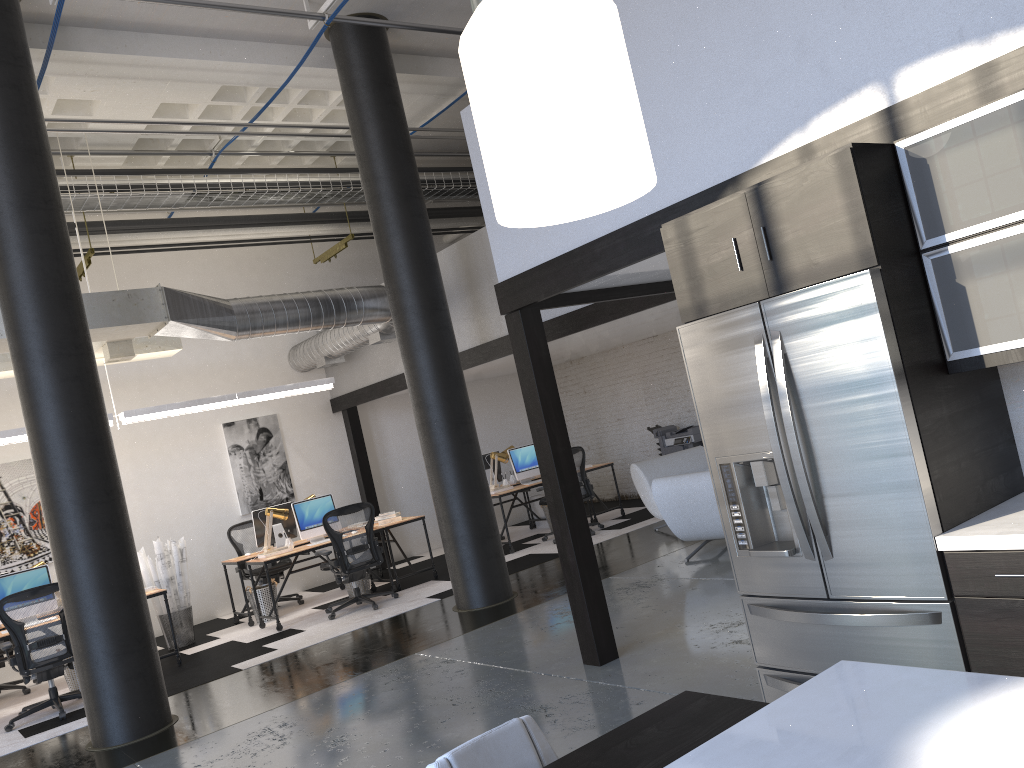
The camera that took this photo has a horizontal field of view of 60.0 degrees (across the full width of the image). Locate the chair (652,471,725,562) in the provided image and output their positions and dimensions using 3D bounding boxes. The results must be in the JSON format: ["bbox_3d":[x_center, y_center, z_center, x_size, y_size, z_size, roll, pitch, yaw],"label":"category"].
[{"bbox_3d":[1.977,1.070,7.784,1.009,0.784,1.024,-15,-3,44],"label":"chair"}]

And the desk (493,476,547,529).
[{"bbox_3d":[-0.178,1.761,11.933,1.399,0.724,0.530,-11,-2,-37],"label":"desk"}]

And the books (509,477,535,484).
[{"bbox_3d":[0.125,1.308,12.117,0.308,0.038,0.226,-11,-3,-37],"label":"books"}]

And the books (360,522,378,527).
[{"bbox_3d":[-1.689,1.662,10.526,0.205,0.019,0.243,-14,-3,30],"label":"books"}]

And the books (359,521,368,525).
[{"bbox_3d":[-1.857,1.710,10.827,0.235,0.024,0.200,-14,-3,26],"label":"books"}]

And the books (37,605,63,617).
[{"bbox_3d":[-4.462,2.195,8.634,0.308,0.038,0.226,-11,-3,-37],"label":"books"}]

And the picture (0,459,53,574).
[{"bbox_3d":[-5.530,1.465,9.671,0.730,1.183,0.049,-11,-2,-37],"label":"picture"}]

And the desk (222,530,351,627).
[{"bbox_3d":[-2.519,2.216,10.223,1.399,0.724,0.530,-11,-2,-37],"label":"desk"}]

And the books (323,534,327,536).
[{"bbox_3d":[-2.215,1.764,10.406,0.308,0.038,0.226,-11,-3,-37],"label":"books"}]

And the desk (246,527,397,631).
[{"bbox_3d":[-2.033,2.077,9.541,1.399,0.724,0.530,-11,-2,-37],"label":"desk"}]

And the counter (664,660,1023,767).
[{"bbox_3d":[0.026,0.665,0.619,2.290,0.095,0.979,-11,-3,-37],"label":"counter"}]

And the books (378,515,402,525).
[{"bbox_3d":[-1.409,1.569,10.233,0.271,0.050,0.200,-12,-2,-10],"label":"books"}]

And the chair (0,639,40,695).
[{"bbox_3d":[-5.161,2.570,8.786,0.794,1.085,0.769,-14,-2,37],"label":"chair"}]

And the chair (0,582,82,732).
[{"bbox_3d":[-3.962,2.241,7.444,0.794,1.085,0.769,-14,-2,37],"label":"chair"}]

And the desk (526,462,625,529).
[{"bbox_3d":[0.823,1.545,12.180,0.528,0.724,1.403,-11,-3,-37],"label":"desk"}]

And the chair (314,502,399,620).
[{"bbox_3d":[-1.716,1.810,9.216,0.794,1.085,0.769,-14,-2,37],"label":"chair"}]

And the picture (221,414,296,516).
[{"bbox_3d":[-3.256,1.026,11.408,0.730,1.183,0.049,-11,-2,-37],"label":"picture"}]

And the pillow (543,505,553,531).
[{"bbox_3d":[0.547,1.752,11.750,0.239,0.406,0.120,-11,-2,-36],"label":"pillow"}]

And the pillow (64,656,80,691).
[{"bbox_3d":[-4.040,2.639,8.268,0.239,0.406,0.120,-11,-2,-36],"label":"pillow"}]

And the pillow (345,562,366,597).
[{"bbox_3d":[-1.794,2.208,10.040,0.239,0.406,0.120,-11,-2,-36],"label":"pillow"}]

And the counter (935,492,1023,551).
[{"bbox_3d":[1.884,0.383,2.658,0.675,0.047,0.921,-11,-3,-37],"label":"counter"}]

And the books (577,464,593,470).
[{"bbox_3d":[0.957,1.122,11.934,0.235,0.024,0.200,-13,-2,-4],"label":"books"}]

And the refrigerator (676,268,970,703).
[{"bbox_3d":[1.360,0.514,3.366,0.819,1.771,0.854,-11,-2,-37],"label":"refrigerator"}]

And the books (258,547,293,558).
[{"bbox_3d":[-2.505,1.785,9.379,0.308,0.038,0.226,-11,-3,-37],"label":"books"}]

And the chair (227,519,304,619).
[{"bbox_3d":[-2.914,2.139,10.558,0.794,1.085,0.769,-14,-2,37],"label":"chair"}]

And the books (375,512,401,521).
[{"bbox_3d":[-1.437,1.528,10.255,0.257,0.044,0.193,-13,-2,10],"label":"books"}]

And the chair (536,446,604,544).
[{"bbox_3d":[0.625,1.354,10.927,0.794,1.085,0.769,-14,-2,37],"label":"chair"}]

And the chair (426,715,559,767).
[{"bbox_3d":[0.167,1.150,1.622,0.578,0.984,0.502,-11,-2,-41],"label":"chair"}]

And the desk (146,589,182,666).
[{"bbox_3d":[-3.764,2.432,8.697,0.528,0.724,1.403,-11,-3,-37],"label":"desk"}]

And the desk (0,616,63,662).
[{"bbox_3d":[-4.280,2.509,7.769,1.399,0.724,0.530,-11,-2,-37],"label":"desk"}]

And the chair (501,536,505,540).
[{"bbox_3d":[-0.574,1.683,12.268,0.794,1.085,0.769,-14,-2,37],"label":"chair"}]

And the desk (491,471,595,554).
[{"bbox_3d":[0.307,1.622,11.252,1.399,0.724,0.530,-11,-2,-37],"label":"desk"}]

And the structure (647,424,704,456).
[{"bbox_3d":[2.345,1.022,11.949,0.502,1.057,1.060,-11,-2,-37],"label":"structure"}]

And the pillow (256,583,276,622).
[{"bbox_3d":[-2.688,2.396,9.716,0.239,0.406,0.120,-11,-2,-36],"label":"pillow"}]

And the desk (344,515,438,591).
[{"bbox_3d":[-1.518,2.001,10.469,0.528,0.724,1.403,-11,-3,-37],"label":"desk"}]

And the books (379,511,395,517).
[{"bbox_3d":[-1.443,1.497,10.241,0.185,0.030,0.153,-12,-2,-9],"label":"books"}]

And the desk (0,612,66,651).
[{"bbox_3d":[-4.765,2.648,8.451,1.399,0.724,0.530,-11,-2,-37],"label":"desk"}]

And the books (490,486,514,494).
[{"bbox_3d":[-0.165,1.330,11.089,0.308,0.038,0.226,-11,-3,-37],"label":"books"}]

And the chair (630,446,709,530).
[{"bbox_3d":[2.059,1.142,9.877,1.005,0.784,1.027,-12,-2,-26],"label":"chair"}]
